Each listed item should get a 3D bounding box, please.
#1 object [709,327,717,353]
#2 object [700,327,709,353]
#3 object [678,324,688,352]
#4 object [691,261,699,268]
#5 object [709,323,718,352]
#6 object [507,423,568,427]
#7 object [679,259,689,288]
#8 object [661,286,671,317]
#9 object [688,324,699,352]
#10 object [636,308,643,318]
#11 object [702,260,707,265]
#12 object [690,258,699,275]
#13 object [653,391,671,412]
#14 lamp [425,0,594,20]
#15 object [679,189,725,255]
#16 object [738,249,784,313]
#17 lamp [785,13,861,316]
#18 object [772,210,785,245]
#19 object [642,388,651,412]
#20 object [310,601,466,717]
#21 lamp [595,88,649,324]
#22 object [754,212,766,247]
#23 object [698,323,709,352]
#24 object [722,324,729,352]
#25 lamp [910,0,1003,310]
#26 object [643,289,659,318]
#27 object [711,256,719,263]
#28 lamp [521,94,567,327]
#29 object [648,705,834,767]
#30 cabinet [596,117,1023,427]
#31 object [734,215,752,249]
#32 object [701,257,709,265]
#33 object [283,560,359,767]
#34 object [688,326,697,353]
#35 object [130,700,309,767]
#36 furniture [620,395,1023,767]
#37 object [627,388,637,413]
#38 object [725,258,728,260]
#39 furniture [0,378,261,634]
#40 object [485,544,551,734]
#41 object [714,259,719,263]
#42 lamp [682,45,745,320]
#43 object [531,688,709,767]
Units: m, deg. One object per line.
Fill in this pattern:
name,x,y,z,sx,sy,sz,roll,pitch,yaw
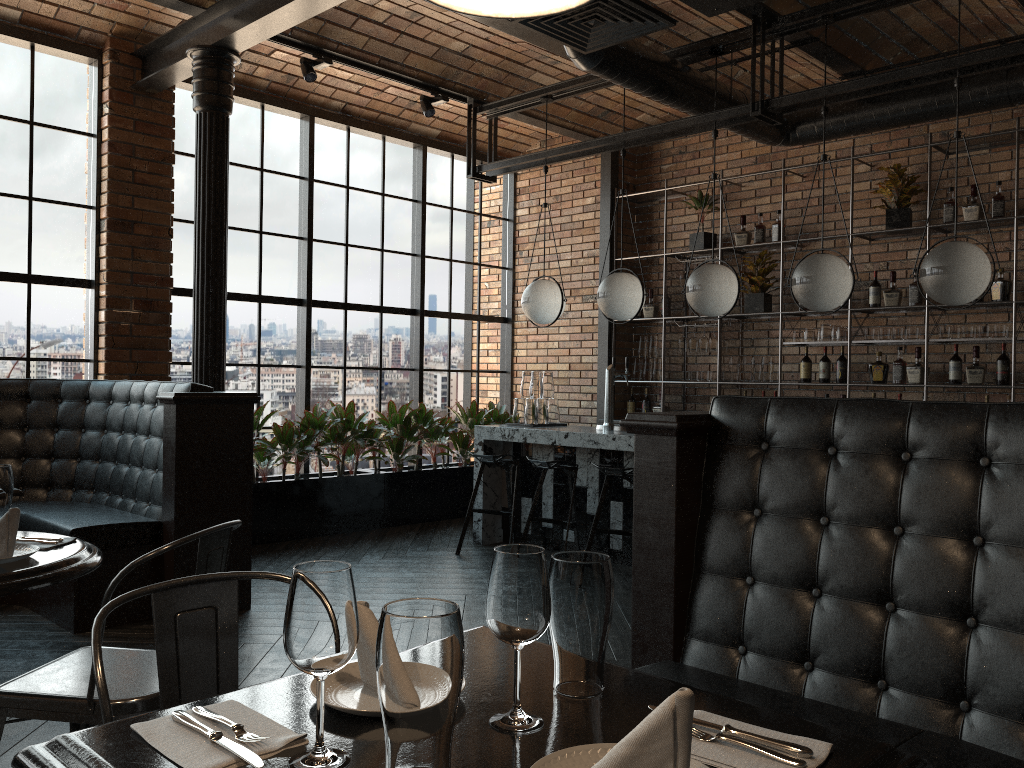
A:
object,1.782,-0.401,7.832,0.092,0.244,0.092,1,0,-40
object,1.711,-0.403,7.901,0.092,0.244,0.092,1,0,-40
object,1.518,-0.406,7.860,0.092,0.244,0.092,1,0,-40
object,1.642,-0.977,7.977,0.092,0.244,0.092,1,0,-40
object,1.742,-0.402,7.642,0.092,0.244,0.092,1,0,-40
object,0.197,0.313,6.882,0.273,0.019,0.437,1,0,44
object,1.527,-0.978,7.859,0.092,0.244,0.092,1,0,-40
object,1.408,-0.745,8.102,0.086,0.299,0.086,1,0,3
object,1.596,-0.404,7.783,0.092,0.244,0.092,1,0,-40
object,1.188,-0.749,8.355,0.086,0.298,0.086,1,0,3
object,1.721,-0.975,7.900,0.092,0.244,0.092,1,0,-40
object,1.606,-0.977,7.782,0.092,0.244,0.092,1,0,-40
object,1.367,0.200,8.106,0.123,0.279,0.123,1,0,-32
lamp,0.007,-1.374,1.191,0.291,1.653,0.291,1,0,-1
object,1.697,-1.440,7.863,0.377,0.554,0.422,1,0,32
object,2.074,-0.845,7.414,0.425,0.526,0.430,1,0,-34
lamp,1.828,-1.278,5.198,0.340,1.754,0.340,1,0,0
object,2.204,-1.295,7.333,0.083,0.282,0.083,1,0,-31
object,1.247,0.187,8.207,0.086,0.297,0.086,1,0,-12
object,-0.185,0.407,1.337,0.232,0.139,0.232,1,0,3
lamp,0.777,-1.297,6.219,0.340,1.754,0.340,1,0,0
object,2.085,-1.297,7.448,0.083,0.282,0.083,1,0,29
object,1.667,-0.403,7.714,0.092,0.244,0.092,1,0,-40
object,1.857,-0.400,7.760,0.092,0.244,0.092,1,0,-40
lamp,2.353,-1.269,4.687,0.340,1.754,0.340,1,0,0
object,1.285,-0.736,8.198,0.123,0.279,0.123,1,0,33
object,1.751,-0.974,7.641,0.092,0.244,0.092,1,0,-40
lamp,0.251,-1.307,6.730,0.340,1.754,0.340,1,0,0
object,0.281,0.469,1.182,0.255,0.019,0.157,1,0,40
cabinet,2.135,-0.575,7.335,7.075,3.779,0.564,1,0,44
object,1.973,-1.297,7.559,0.123,0.279,0.123,1,0,33
object,1.677,-0.976,7.713,0.092,0.244,0.092,1,0,-40
object,-0.237,0.348,1.101,0.092,0.244,0.092,1,0,27
object,1.632,-0.404,7.978,0.092,0.244,0.092,1,0,-40
object,-0.373,0.459,1.161,0.255,0.019,0.157,1,0,45
furniture,-0.562,0.619,0.163,1.979,1.212,5.451,1,0,44
object,1.131,0.186,8.363,0.086,0.299,0.086,1,0,3
object,1.866,-0.973,7.759,0.092,0.244,0.092,1,0,-40
furniture,-3.955,0.557,3.463,1.979,1.212,5.451,1,0,44
object,0.008,0.352,1.239,0.092,0.244,0.092,1,0,-29
object,1.792,-0.974,7.831,0.092,0.244,0.092,1,0,-40
lamp,1.302,-1.288,5.709,0.340,1.754,0.340,1,0,0
object,0.131,0.413,1.009,0.232,0.139,0.232,1,0,2
